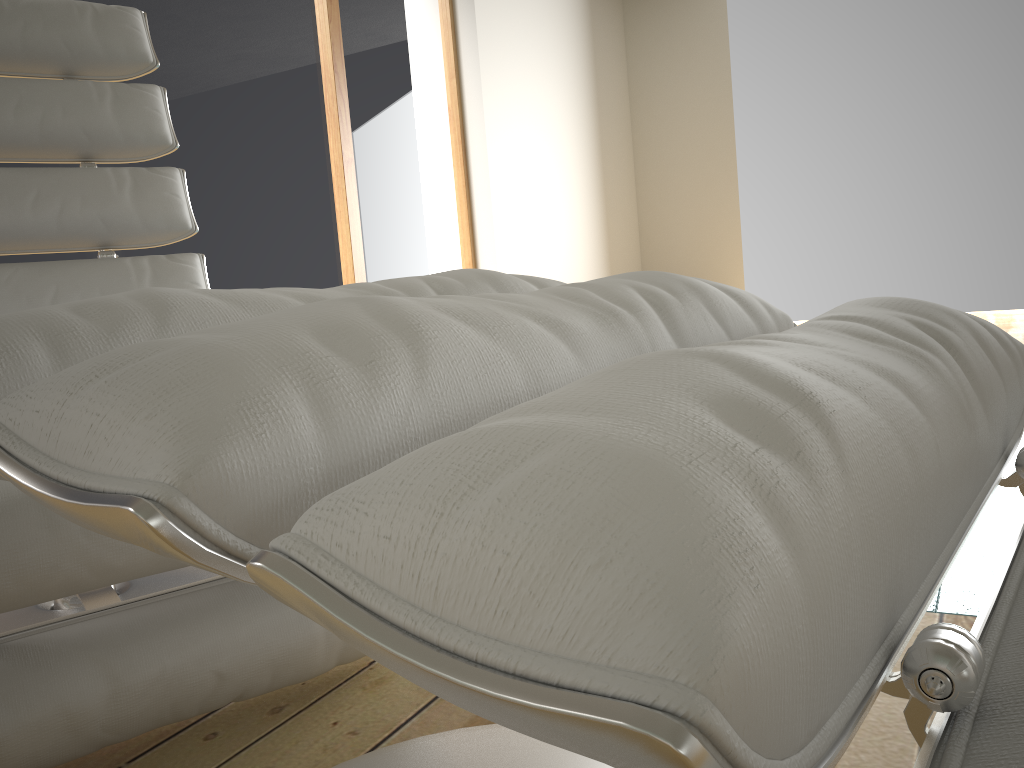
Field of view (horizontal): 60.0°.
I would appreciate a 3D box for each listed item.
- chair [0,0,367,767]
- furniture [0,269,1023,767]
[{"bbox_3d":[-0.610,-0.139,1.147,0.571,0.966,0.914,-9,7,-35],"label":"chair"},{"bbox_3d":[0.032,0.145,0.516,0.686,0.438,0.571,-1,7,36],"label":"furniture"}]
